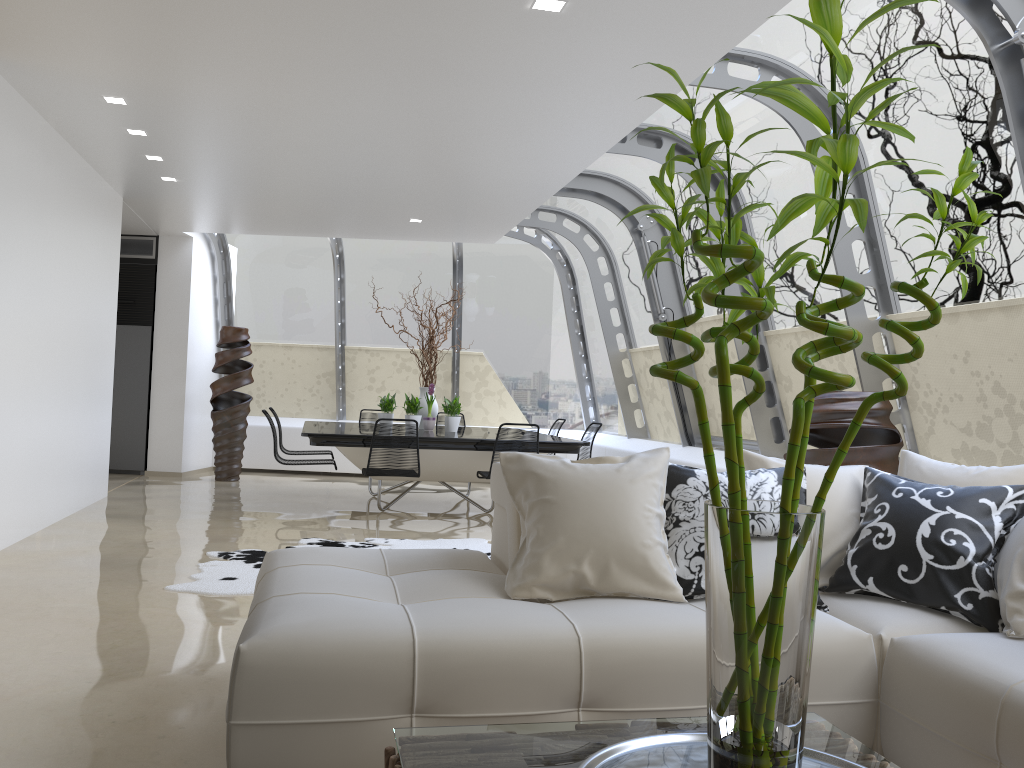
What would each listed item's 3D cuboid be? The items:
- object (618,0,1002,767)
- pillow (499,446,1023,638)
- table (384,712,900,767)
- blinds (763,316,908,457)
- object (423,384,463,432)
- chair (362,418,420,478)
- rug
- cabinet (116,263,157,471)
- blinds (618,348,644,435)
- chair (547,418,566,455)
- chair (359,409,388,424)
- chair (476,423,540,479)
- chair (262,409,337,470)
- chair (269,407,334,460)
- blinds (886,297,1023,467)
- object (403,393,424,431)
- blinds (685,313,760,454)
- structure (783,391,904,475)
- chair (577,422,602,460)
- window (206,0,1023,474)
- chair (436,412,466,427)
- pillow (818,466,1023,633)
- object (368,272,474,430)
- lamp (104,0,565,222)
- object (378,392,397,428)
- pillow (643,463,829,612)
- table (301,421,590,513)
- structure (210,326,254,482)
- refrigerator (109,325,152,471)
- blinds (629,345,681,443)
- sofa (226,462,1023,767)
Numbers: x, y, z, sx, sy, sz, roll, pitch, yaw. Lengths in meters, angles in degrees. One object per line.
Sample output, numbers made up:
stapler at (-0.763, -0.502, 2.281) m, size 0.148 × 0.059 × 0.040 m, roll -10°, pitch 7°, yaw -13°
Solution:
object at (0.471, -0.043, 1.555) m, size 0.673 × 1.546 × 0.584 m, roll 2°, pitch -1°, yaw 26°
pillow at (1.552, 0.503, 2.376) m, size 1.656 × 0.530 × 3.322 m, roll 3°, pitch -1°, yaw -42°
table at (0.308, 0.934, 1.488) m, size 1.007 × 0.448 × 0.923 m, roll 3°, pitch -1°, yaw -12°
blinds at (2.282, 0.097, 6.346) m, size 0.329 × 1.027 × 1.430 m, roll 3°, pitch -1°, yaw -13°
object at (-0.670, 0.240, 8.884) m, size 0.417 × 0.476 × 0.238 m, roll 2°, pitch -1°, yaw 16°
chair at (-0.988, 0.535, 7.320) m, size 0.446 × 0.519 × 0.688 m, roll 3°, pitch -1°, yaw -13°
rug at (-0.412, 1.183, 5.600) m, size 3.220 × 0.008 × 2.705 m, roll 3°, pitch -1°, yaw -13°
cabinet at (-5.459, -0.206, 11.120) m, size 2.252 × 2.558 × 0.831 m, roll 2°, pitch -1°, yaw 2°
blinds at (1.369, 0.671, 11.056) m, size 0.663 × 2.118 × 1.829 m, roll 3°, pitch -1°, yaw -13°
chair at (0.229, 0.635, 9.932) m, size 0.688 × 0.519 × 0.446 m, roll 3°, pitch -1°, yaw -13°
chair at (-1.601, 0.563, 10.389) m, size 0.446 × 0.519 × 0.688 m, roll 3°, pitch -1°, yaw -13°
chair at (-0.015, 0.582, 7.537) m, size 0.446 × 0.519 × 0.688 m, roll 3°, pitch -1°, yaw -13°
chair at (-1.946, 0.508, 8.139) m, size 0.688 × 0.519 × 0.446 m, roll 3°, pitch -1°, yaw -13°
chair at (-2.224, 0.518, 9.385) m, size 0.688 × 0.519 × 0.446 m, roll 3°, pitch -1°, yaw -13°
blinds at (2.618, 0.084, 4.844) m, size 0.329 × 1.027 × 1.430 m, roll 3°, pitch -1°, yaw -13°
object at (-0.976, 0.273, 8.679) m, size 0.215 × 0.369 × 0.284 m, roll 2°, pitch -1°, yaw 21°
blinds at (1.922, 0.014, 7.842) m, size 0.387 × 1.214 × 1.376 m, roll 3°, pitch -1°, yaw -13°
structure at (1.785, 0.664, 4.809) m, size 0.672 × 1.258 × 0.674 m, roll 3°, pitch -1°, yaw -36°
chair at (0.507, 0.625, 8.686) m, size 0.688 × 0.519 × 0.446 m, roll 3°, pitch -1°, yaw -13°
window at (-4.870, -0.452, 5.249) m, size 16.693 × 3.674 × 16.171 m, roll 3°, pitch -1°, yaw -7°
chair at (-0.698, 0.606, 10.591) m, size 0.446 × 0.519 × 0.688 m, roll 3°, pitch -1°, yaw -13°
pillow at (1.403, 0.549, 3.002) m, size 0.405 × 0.483 × 0.599 m, roll 3°, pitch -1°, yaw -44°
object at (-0.985, -0.313, 9.004) m, size 1.031 × 1.549 × 1.135 m, roll 3°, pitch -1°, yaw -20°
lamp at (-4.613, -1.943, 3.342) m, size 9.775 × 0.004 × 9.928 m, roll 3°, pitch -1°, yaw -12°
object at (-1.272, 0.267, 9.056) m, size 0.215 × 0.369 × 0.284 m, roll 2°, pitch -1°, yaw 26°
pillow at (0.746, 0.510, 3.055) m, size 0.604 × 0.471 × 0.394 m, roll 2°, pitch -1°, yaw 3°
table at (-0.853, 0.848, 8.981) m, size 2.494 × 0.759 × 3.031 m, roll 3°, pitch -1°, yaw -13°
structure at (-3.340, 0.239, 10.539) m, size 0.498 × 1.843 × 0.493 m, roll 3°, pitch -1°, yaw -1°
refrigerator at (-4.884, 0.154, 10.802) m, size 1.006 × 1.742 × 0.234 m, roll 2°, pitch -1°, yaw 1°
blinds at (1.610, 0.121, 9.351) m, size 0.329 × 1.027 × 1.430 m, roll 3°, pitch -1°, yaw -13°
sofa at (1.017, 0.752, 1.904) m, size 3.257 × 0.866 × 4.169 m, roll 3°, pitch -1°, yaw -13°
